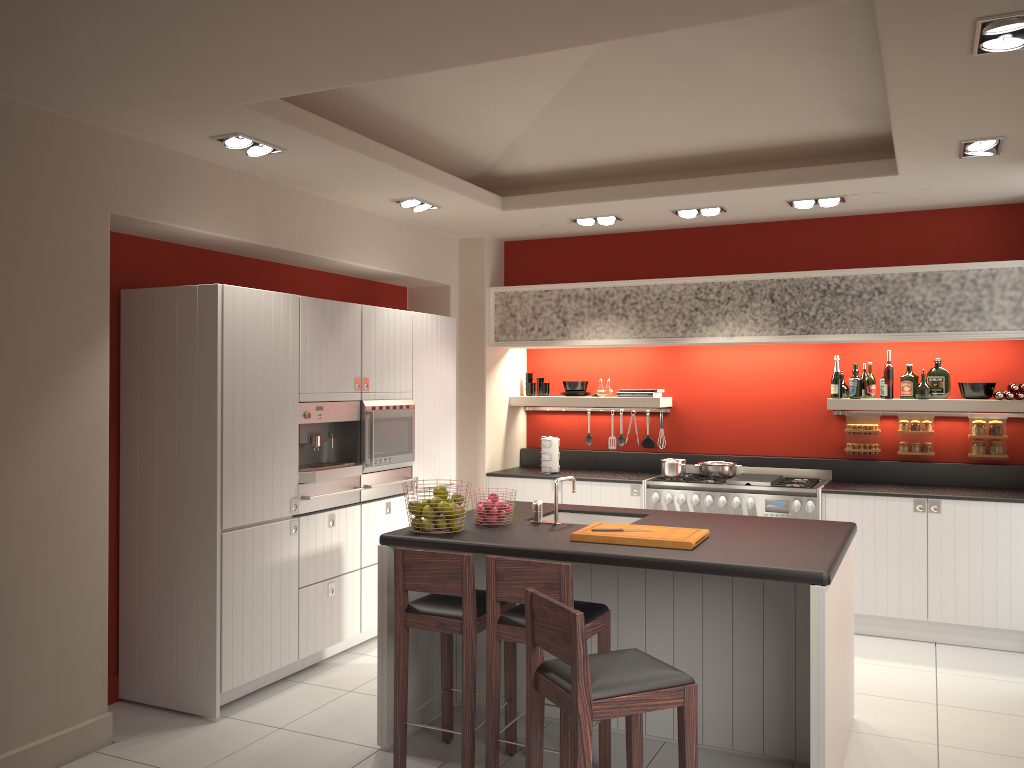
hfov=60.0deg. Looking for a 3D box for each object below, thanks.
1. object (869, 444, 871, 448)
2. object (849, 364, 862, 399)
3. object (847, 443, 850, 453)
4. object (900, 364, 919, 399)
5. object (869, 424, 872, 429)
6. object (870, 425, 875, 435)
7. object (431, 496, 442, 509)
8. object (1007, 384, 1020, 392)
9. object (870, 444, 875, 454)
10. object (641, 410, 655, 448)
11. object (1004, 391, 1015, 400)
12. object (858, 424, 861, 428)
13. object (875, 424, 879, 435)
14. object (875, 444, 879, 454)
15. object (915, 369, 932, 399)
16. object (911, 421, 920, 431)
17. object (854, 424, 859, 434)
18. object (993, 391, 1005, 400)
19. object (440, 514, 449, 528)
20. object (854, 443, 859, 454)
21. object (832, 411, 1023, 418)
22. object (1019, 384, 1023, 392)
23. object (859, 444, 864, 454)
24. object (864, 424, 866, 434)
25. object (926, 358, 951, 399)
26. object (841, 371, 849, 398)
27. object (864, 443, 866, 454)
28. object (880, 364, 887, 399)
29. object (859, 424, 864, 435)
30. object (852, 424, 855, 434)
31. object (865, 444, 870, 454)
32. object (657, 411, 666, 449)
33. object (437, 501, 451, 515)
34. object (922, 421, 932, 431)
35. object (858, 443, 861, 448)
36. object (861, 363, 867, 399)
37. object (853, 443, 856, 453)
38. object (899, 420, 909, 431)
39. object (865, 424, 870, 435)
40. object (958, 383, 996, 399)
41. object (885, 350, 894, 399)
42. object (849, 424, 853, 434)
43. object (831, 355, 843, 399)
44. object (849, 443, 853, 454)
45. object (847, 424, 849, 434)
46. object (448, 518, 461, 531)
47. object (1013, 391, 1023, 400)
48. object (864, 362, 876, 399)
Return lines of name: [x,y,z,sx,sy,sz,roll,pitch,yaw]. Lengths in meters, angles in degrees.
object: [2.769,0.498,6.845,0.034,0.078,0.034,0,-1,-44]
object: [2.593,-0.020,6.693,0.094,0.264,0.094,0,0,14]
object: [2.626,0.498,6.912,0.034,0.078,0.034,0,-1,-44]
object: [2.977,-0.017,6.642,0.071,0.260,0.112,0,0,-36]
object: [2.769,0.350,6.846,0.034,0.078,0.034,0,-1,-44]
object: [2.767,0.350,6.804,0.034,0.078,0.034,0,-1,-44]
object: [-0.369,0.581,4.339,0.057,0.061,0.062,0,0,40]
object: [3.570,0.028,6.305,0.062,0.062,0.366,0,0,25]
object: [2.767,0.498,6.803,0.034,0.078,0.034,0,-1,-44]
object: [1.178,0.391,7.655,0.123,0.331,0.040,0,0,25]
object: [3.532,0.082,6.297,0.062,0.062,0.366,0,0,25]
object: [2.697,0.350,6.880,0.034,0.078,0.034,0,-1,-44]
object: [2.805,0.350,6.829,0.034,0.078,0.034,0,-1,-44]
object: [2.805,0.498,6.828,0.034,0.078,0.034,0,-1,-44]
object: [3.009,-0.001,6.487,0.113,0.226,0.113,0,0,37]
object: [3.048,0.320,6.698,0.068,0.088,0.068,0,0,-44]
object: [2.661,0.350,6.854,0.034,0.078,0.034,0,-1,-44]
object: [3.475,0.082,6.324,0.062,0.062,0.366,0,0,25]
object: [-0.316,0.675,4.409,0.084,0.079,0.086,0,0,-20]
object: [2.661,0.498,6.853,0.034,0.078,0.034,0,-1,-44]
object: [3.152,0.228,6.735,1.355,0.034,0.048,0,0,25]
object: [3.617,0.028,6.257,0.062,0.062,0.366,0,0,25]
object: [2.696,0.498,6.836,0.034,0.078,0.034,0,-1,-44]
object: [2.734,0.350,6.863,0.034,0.078,0.034,0,-1,-44]
object: [3.155,-0.038,6.569,0.057,0.303,0.186,0,0,-35]
object: [2.578,-0.001,6.928,0.113,0.226,0.113,0,0,-23]
object: [2.734,0.498,6.861,0.034,0.078,0.034,0,-1,-44]
object: [2.852,-0.019,6.749,0.094,0.263,0.094,0,0,-8]
object: [2.697,0.350,6.837,0.034,0.078,0.034,0,-1,-44]
object: [2.662,0.350,6.896,0.034,0.078,0.034,0,-1,-44]
object: [2.732,0.498,6.820,0.034,0.078,0.034,0,-1,-44]
object: [1.280,0.396,7.587,0.069,0.328,0.069,0,0,3]
object: [-0.329,0.599,4.294,0.067,0.068,0.067,0,0,-12]
object: [3.119,0.320,6.665,0.068,0.088,0.068,0,0,-44]
object: [2.697,0.498,6.879,0.034,0.078,0.034,0,-1,-44]
object: [2.722,-0.026,6.847,0.083,0.277,0.083,0,0,29]
object: [2.662,0.498,6.895,0.034,0.078,0.034,0,-1,-44]
object: [2.977,0.320,6.731,0.068,0.088,0.068,0,0,-44]
object: [2.732,0.350,6.821,0.034,0.078,0.034,0,-1,-44]
object: [3.390,0.051,6.468,0.251,0.121,0.251,0,0,7]
object: [2.832,-0.070,6.656,0.062,0.366,0.210,0,0,25]
object: [2.626,0.350,6.871,0.034,0.078,0.034,0,-1,-44]
object: [2.480,-0.053,6.770,0.083,0.331,0.083,0,0,-4]
object: [2.626,0.498,6.870,0.034,0.078,0.034,0,-1,-44]
object: [2.627,0.350,6.913,0.034,0.078,0.034,0,-1,-44]
object: [-0.281,0.682,4.330,0.068,0.068,0.068,0,0,36]
object: [3.598,0.082,6.290,0.061,0.061,0.366,0,0,25]
object: [2.725,-0.028,6.749,0.080,0.278,0.080,0,0,29]
